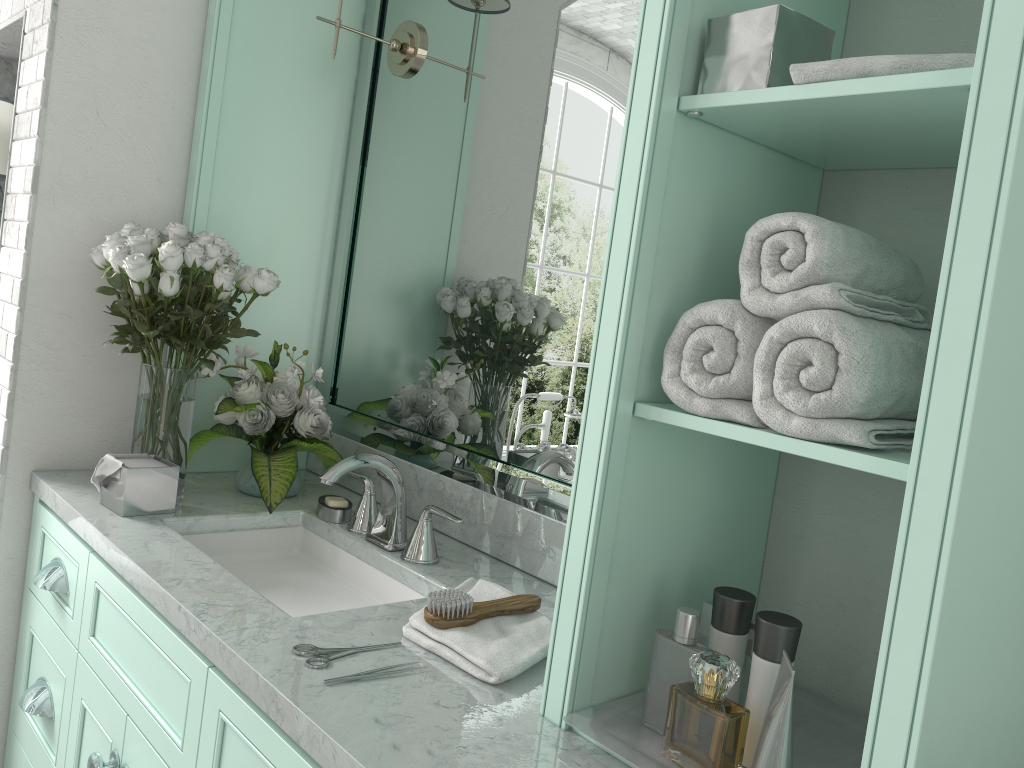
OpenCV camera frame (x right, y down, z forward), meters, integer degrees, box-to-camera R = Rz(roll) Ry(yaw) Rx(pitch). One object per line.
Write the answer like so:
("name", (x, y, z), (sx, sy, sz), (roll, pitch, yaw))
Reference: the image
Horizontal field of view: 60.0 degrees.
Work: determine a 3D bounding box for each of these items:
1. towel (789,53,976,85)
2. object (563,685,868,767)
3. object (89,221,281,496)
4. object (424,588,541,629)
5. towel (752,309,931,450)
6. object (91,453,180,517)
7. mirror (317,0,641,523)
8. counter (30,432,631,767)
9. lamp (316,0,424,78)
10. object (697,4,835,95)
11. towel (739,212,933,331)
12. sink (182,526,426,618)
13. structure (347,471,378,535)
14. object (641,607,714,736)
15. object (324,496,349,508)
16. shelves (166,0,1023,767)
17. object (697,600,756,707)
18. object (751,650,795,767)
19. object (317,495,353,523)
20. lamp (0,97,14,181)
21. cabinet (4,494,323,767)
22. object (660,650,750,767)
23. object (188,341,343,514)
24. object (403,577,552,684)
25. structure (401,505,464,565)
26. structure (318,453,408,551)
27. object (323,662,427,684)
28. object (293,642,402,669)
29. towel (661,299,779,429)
("towel", (0.518, -0.354, 1.082), (0.240, 0.056, 0.316), (13, 7, 44))
("object", (0.338, 0.484, 1.197), (0.437, 0.008, 0.351), (3, 7, -42))
("object", (-0.815, -0.059, 2.123), (0.390, 0.652, 0.357), (6, 4, -31))
("object", (-0.042, 0.375, 1.505), (0.228, 0.044, 0.068), (5, 6, -33))
("towel", (0.444, -0.006, 1.113), (0.304, 0.159, 0.161), (4, 6, -42))
("object", (-0.840, 0.218, 1.959), (0.136, 0.112, 0.146), (12, 6, 43))
("mirror", (0.029, -0.723, 2.006), (0.015, 1.929, 1.442), (5, 4, -42))
("counter", (0.072, 0.406, 1.386), (0.822, 0.181, 2.819), (3, 7, -42))
("lamp", (-0.373, -1.058, 2.264), (0.308, 0.487, 0.184), (5, 4, -43))
("object", (0.335, -0.422, 1.171), (0.122, 0.105, 0.118), (5, 5, -37))
("towel", (0.433, -0.139, 1.163), (0.298, 0.142, 0.169), (4, 6, -42))
("sink", (-0.442, 0.415, 1.810), (0.346, 0.079, 0.605), (3, 7, -42))
("structure", (-0.363, 0.270, 2.058), (0.158, 0.121, 0.083), (11, 4, 32))
("object", (0.225, 0.386, 1.188), (0.035, 0.169, 0.093), (5, 4, -43))
("object", (-0.417, 0.281, 2.106), (0.051, 0.022, 0.077), (6, 5, -22))
("shelves", (0.296, -0.590, 1.408), (0.464, 2.119, 2.821), (5, 5, -42))
("object", (0.310, 0.400, 1.270), (0.035, 0.151, 0.093), (6, 4, -40))
("object", (0.308, 0.408, 1.029), (0.049, 0.179, 0.050), (5, 4, -40))
("object", (-0.426, 0.299, 2.125), (0.079, 0.035, 0.134), (6, 5, -24))
("lamp", (-1.482, -0.592, 2.519), (0.308, 0.382, 0.550), (5, 5, -42))
("cabinet", (-0.029, 1.033, 1.403), (0.861, 1.095, 2.809), (5, 6, -42))
("object", (0.243, 0.408, 1.103), (0.063, 0.147, 0.093), (6, 4, -37))
("object", (-0.596, 0.085, 2.254), (0.393, 0.402, 0.454), (5, 5, -41))
("object", (-0.049, 0.405, 1.485), (0.318, 0.056, 0.239), (13, 7, 44))
("structure", (-0.156, 0.317, 1.858), (0.158, 0.121, 0.083), (11, 4, 32))
("structure", (-0.305, 0.251, 1.893), (0.103, 0.204, 0.234), (10, 5, 37))
("object", (-0.198, 0.420, 1.289), (0.167, 0.005, 0.020), (4, 6, -38))
("object", (-0.258, 0.406, 1.367), (0.075, 0.007, 0.175), (12, 7, 39))
("towel", (0.354, -0.029, 1.217), (0.310, 0.162, 0.154), (4, 6, -42))
